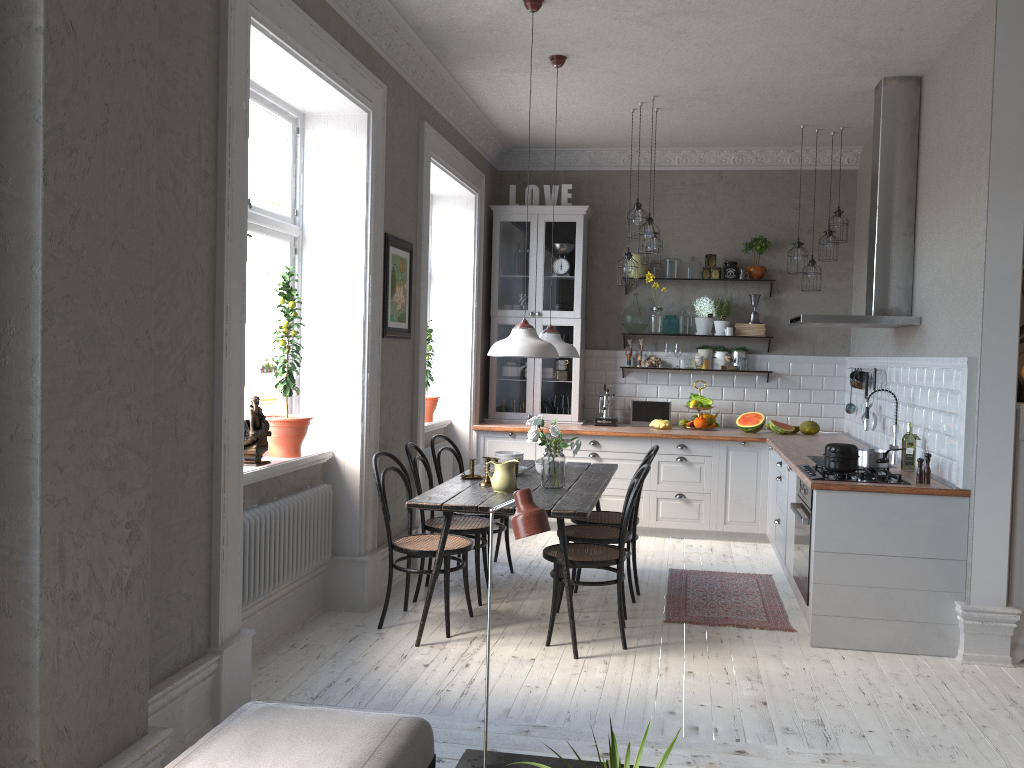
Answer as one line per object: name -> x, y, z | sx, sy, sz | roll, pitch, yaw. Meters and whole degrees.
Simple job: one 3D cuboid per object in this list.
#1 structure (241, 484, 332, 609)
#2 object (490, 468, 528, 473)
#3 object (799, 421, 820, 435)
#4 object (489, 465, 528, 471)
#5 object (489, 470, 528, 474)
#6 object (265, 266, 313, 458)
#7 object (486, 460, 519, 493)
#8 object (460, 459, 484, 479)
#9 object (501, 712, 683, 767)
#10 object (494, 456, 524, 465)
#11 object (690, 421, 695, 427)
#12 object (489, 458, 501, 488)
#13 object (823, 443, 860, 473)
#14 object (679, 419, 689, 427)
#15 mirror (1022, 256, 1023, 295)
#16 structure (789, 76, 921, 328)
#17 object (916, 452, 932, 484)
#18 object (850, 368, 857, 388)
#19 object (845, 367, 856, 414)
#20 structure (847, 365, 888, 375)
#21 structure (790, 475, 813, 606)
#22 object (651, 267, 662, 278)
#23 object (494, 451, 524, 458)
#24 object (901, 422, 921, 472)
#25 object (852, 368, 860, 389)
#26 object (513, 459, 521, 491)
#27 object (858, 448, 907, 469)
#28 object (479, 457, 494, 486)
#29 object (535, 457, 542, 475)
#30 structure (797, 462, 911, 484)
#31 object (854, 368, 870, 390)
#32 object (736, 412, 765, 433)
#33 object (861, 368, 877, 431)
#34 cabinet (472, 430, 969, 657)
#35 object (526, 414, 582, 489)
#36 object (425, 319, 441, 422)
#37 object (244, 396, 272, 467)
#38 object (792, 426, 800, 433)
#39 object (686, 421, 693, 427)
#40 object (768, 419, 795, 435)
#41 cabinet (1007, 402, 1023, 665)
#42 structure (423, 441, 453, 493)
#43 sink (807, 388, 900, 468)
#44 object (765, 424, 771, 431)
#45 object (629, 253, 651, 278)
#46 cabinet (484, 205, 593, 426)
structure -> -1.146, 0.776, 4.299 | 0.148, 0.428, 1.230 | 2, 2, 9
object -> -0.020, 0.531, 5.422 | 0.241, 0.027, 0.234 | 1, 2, -22
object -> 2.497, 0.367, 7.430 | 0.207, 0.119, 0.130 | 1, 2, -28
object -> -0.020, 0.523, 5.422 | 0.233, 0.027, 0.242 | 3, 2, 33
object -> -0.020, 0.540, 5.423 | 0.233, 0.027, 0.241 | 3, 2, 28
object -> -1.161, -0.120, 4.576 | 0.276, 0.991, 0.264 | 0, 3, -41
object -> -0.048, 0.492, 4.755 | 0.152, 0.170, 0.133 | 0, 2, -29
object -> -0.236, 0.499, 5.223 | 0.140, 0.112, 0.138 | 1, 2, -8
object -> 0.256, 0.925, 1.891 | 0.719, 0.420, 0.674 | 3, 2, 28
object -> -0.019, 0.487, 5.421 | 0.179, 0.094, 0.179 | 2, 2, 1
object -> 1.559, 0.353, 7.671 | 0.070, 0.076, 0.228 | 1, 2, -7
object -> -0.092, 0.486, 4.883 | 0.061, 0.172, 0.063 | 3, 2, 31
object -> 1.764, 0.396, 4.747 | 0.192, 0.147, 0.191 | 1, 2, -10
object -> 1.509, 0.338, 7.699 | 0.075, 0.072, 0.155 | 3, 3, 39
mirror -> 2.913, -0.693, 4.674 | 0.529, 0.593, 0.071 | 2, 2, 9
structure -> 2.257, -1.182, 5.831 | 0.708, 1.595, 0.717 | 2, 2, 10
object -> 2.142, 0.433, 4.606 | 0.072, 0.167, 0.036 | 2, 2, 9
object -> 2.694, -0.046, 6.913 | 0.107, 0.161, 0.139 | 2, 2, 22
object -> 2.747, 0.054, 7.174 | 0.076, 0.379, 0.083 | 2, 2, 10
structure -> 2.668, -0.110, 6.680 | 0.094, 0.053, 1.093 | 2, 2, 11
structure -> 1.879, 0.848, 4.884 | 0.614, 0.623, 0.626 | 2, 2, 10
object -> 1.283, -0.982, 7.876 | 0.102, 0.111, 0.104 | 2, 2, 10
object -> -0.019, 0.467, 5.420 | 0.179, 0.094, 0.179 | 2, 2, 1
object -> 2.308, 0.364, 5.119 | 0.089, 0.282, 0.082 | 2, 2, 10
object -> 2.670, -0.042, 6.786 | 0.107, 0.161, 0.138 | 2, 2, 12
object -> 0.022, 0.493, 4.829 | 0.058, 0.167, 0.060 | 2, 2, 23
object -> 2.072, 0.406, 4.932 | 0.297, 0.134, 0.178 | 4, 3, 44
object -> -0.137, 0.481, 4.963 | 0.096, 0.172, 0.095 | 1, 2, -9
object -> 0.202, 0.500, 5.430 | 0.122, 0.119, 0.130 | 3, 2, 26
structure -> 1.864, 0.483, 4.880 | 0.493, 0.031, 0.610 | 2, 2, 10
object -> 2.636, -0.039, 6.662 | 0.106, 0.161, 0.139 | 3, 2, 27
object -> 1.999, 0.325, 7.430 | 0.231, 0.174, 0.221 | 3, 2, 32
object -> 2.538, 0.105, 6.306 | 0.080, 0.443, 0.331 | 2, 2, 11
cabinet -> 1.528, 0.862, 6.415 | 2.028, 0.854, 4.112 | 0, 3, -34
object -> 0.230, 0.372, 4.916 | 0.310, 0.414, 0.253 | 2, 2, 8
object -> -0.692, -0.109, 7.035 | 0.254, 0.813, 0.265 | 3, 3, 37
object -> -1.244, 0.222, 4.201 | 0.119, 0.329, 0.239 | 2, 2, 12
object -> 2.372, 0.384, 7.500 | 0.203, 0.073, 0.118 | 1, 2, -27
object -> 1.541, 0.344, 7.658 | 0.083, 0.057, 0.090 | 3, 3, 42
object -> 2.243, 0.359, 7.342 | 0.225, 0.127, 0.147 | 1, 2, -8
cabinet -> 2.820, 0.751, 4.504 | 0.662, 1.297, 0.386 | 2, 2, 9
structure -> -0.654, 0.698, 6.803 | 0.148, 0.428, 1.230 | 2, 2, 9
sink -> 2.132, 0.377, 5.493 | 0.524, 0.720, 0.489 | 2, 2, 10
object -> 2.274, 0.380, 7.614 | 0.197, 0.067, 0.104 | 2, 2, 16
object -> 1.116, -1.039, 7.841 | 0.188, 0.216, 0.176 | 2, 2, 24
cabinet -> 0.244, -0.594, 7.905 | 0.874, 1.921, 0.390 | 2, 2, 9
